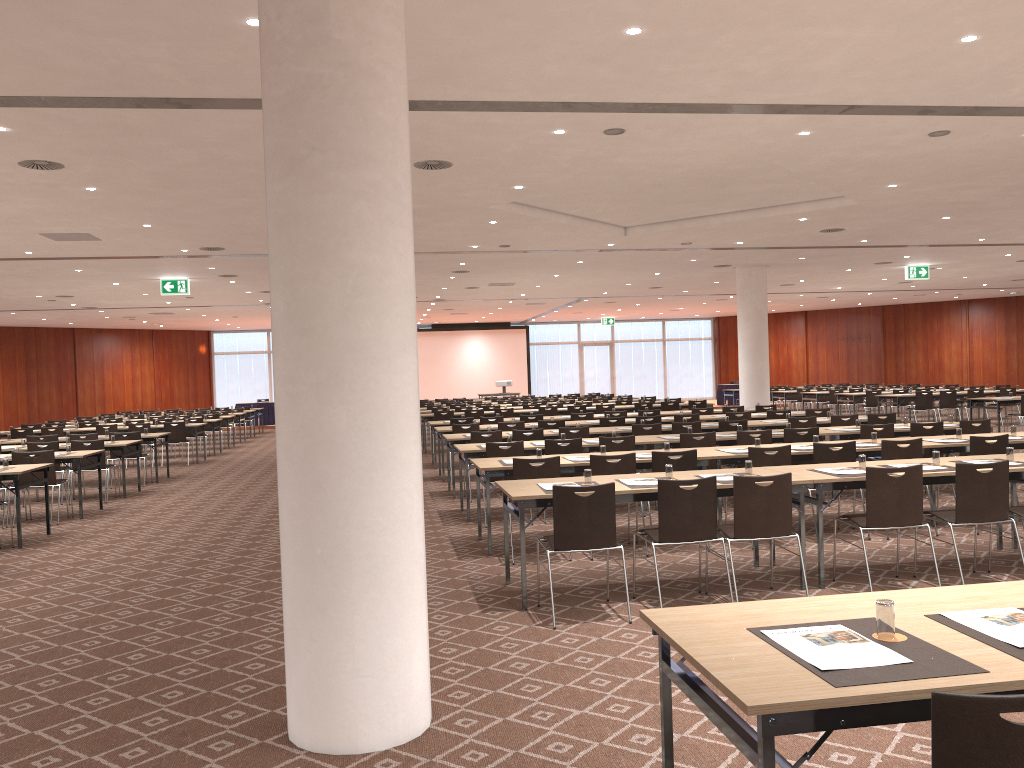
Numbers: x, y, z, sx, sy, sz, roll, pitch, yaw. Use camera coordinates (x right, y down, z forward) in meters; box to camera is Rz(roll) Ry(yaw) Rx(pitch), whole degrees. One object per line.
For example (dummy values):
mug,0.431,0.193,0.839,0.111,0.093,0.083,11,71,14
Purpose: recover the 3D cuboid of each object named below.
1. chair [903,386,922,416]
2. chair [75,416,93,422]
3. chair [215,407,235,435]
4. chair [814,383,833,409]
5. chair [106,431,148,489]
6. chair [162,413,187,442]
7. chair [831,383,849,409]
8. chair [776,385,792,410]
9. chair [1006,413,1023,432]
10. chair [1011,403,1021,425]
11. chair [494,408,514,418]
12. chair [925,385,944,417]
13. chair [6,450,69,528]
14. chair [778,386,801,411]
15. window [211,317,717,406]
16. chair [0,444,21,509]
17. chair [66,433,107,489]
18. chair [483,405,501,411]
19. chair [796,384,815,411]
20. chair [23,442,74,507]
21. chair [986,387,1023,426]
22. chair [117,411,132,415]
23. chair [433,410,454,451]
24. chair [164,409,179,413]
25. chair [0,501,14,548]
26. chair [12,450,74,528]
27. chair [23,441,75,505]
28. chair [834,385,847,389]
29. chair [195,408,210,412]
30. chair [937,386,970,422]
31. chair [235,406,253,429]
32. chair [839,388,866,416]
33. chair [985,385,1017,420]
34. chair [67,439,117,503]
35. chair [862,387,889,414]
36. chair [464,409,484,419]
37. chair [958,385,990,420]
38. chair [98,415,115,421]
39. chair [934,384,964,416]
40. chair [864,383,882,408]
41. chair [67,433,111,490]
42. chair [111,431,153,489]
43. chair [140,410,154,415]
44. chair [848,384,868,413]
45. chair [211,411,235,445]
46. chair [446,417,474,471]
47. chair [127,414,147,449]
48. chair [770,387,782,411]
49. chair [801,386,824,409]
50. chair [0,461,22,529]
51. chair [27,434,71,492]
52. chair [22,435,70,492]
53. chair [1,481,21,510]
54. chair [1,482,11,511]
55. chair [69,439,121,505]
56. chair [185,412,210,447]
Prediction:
chair,11.395,0.522,25.551,0.535,0.940,0.613,-2,1,-7
chair,-11.607,1.347,24.187,0.535,0.940,0.613,-2,1,-11
chair,-9.267,1.211,28.522,0.535,0.940,0.613,-2,1,-6
chair,11.153,0.456,31.581,0.535,0.940,0.613,-2,1,-11
chair,-6.612,1.282,15.196,0.535,0.940,0.613,-2,1,-11
chair,-9.346,1.263,24.526,0.535,0.940,0.613,-2,1,-8
chair,11.765,0.434,31.590,0.535,0.940,0.613,-2,1,-9
chair,9.527,0.516,31.397,0.535,0.940,0.613,-2,1,-7
chair,10.322,0.656,17.733,0.535,0.940,0.613,-2,1,-9
chair,12.597,0.528,21.605,0.535,0.940,0.613,-2,1,-10
chair,-0.185,1.000,19.737,0.535,0.940,0.613,-2,1,-8
chair,12.024,0.500,25.563,0.535,0.940,0.613,-2,1,-6
chair,-6.084,1.311,11.350,0.535,0.940,0.613,-2,1,-7
chair,9.174,0.553,29.322,0.535,0.940,0.613,-2,1,-7
window,-1.728,-0.795,40.309,22.960,3.873,0.217,-2,1,-9
chair,-7.642,1.345,13.020,0.535,0.940,0.613,-2,1,-8
chair,-7.290,1.306,15.170,0.535,0.940,0.613,-2,1,-11
chair,-0.503,0.986,21.789,0.535,0.940,0.613,-2,1,-7
chair,10.454,0.483,31.394,0.535,0.940,0.613,-2,1,-11
chair,-6.931,1.318,13.245,0.535,0.940,0.613,-2,1,-11
chair,12.010,0.548,21.659,0.535,0.940,0.613,-2,1,-9
chair,-12.184,1.320,28.003,0.535,0.940,0.613,-2,1,-11
chair,-1.494,1.048,19.576,0.535,0.940,0.613,-2,1,-7
chair,-10.840,1.269,28.346,0.535,0.940,0.613,-2,1,-10
chair,-5.639,1.321,9.276,0.535,0.940,0.613,-2,1,-8
chair,-6.016,1.309,11.360,0.535,0.940,0.613,-2,1,-9
chair,-6.926,1.317,13.245,0.535,0.940,0.613,-2,1,-9
chair,10.857,0.492,29.514,0.535,0.940,0.613,-2,1,-10
chair,-9.856,1.234,28.352,0.535,0.940,0.613,-2,1,-10
chair,11.688,0.537,23.491,0.535,0.940,0.613,-2,1,-10
chair,-8.613,1.188,28.538,0.535,0.940,0.613,-2,1,-8
chair,9.736,0.583,25.302,0.535,0.940,0.613,-2,1,-11
chair,13.012,0.488,23.689,0.535,0.940,0.613,-2,1,-9
chair,-6.310,1.295,13.294,0.535,0.940,0.613,-2,1,-9
chair,10.382,0.560,25.317,0.535,0.940,0.613,-2,1,-11
chair,-0.842,1.024,19.717,0.535,0.940,0.613,-2,1,-8
chair,12.353,0.511,23.732,0.535,0.940,0.613,-2,1,-7
chair,-10.956,1.325,24.143,0.535,0.940,0.613,-2,1,-6
chair,12.705,0.473,25.807,0.535,0.940,0.613,-2,1,-10
chair,12.014,0.448,29.747,0.535,0.940,0.613,-2,1,-6
chair,-7.241,1.305,15.177,0.535,0.940,0.613,-2,1,-8
chair,-6.534,1.279,15.208,0.535,0.940,0.613,-2,1,-9
chair,-11.540,1.295,28.182,0.535,0.940,0.613,-2,1,-10
chair,11.435,0.472,29.519,0.535,0.940,0.613,-2,1,-9
chair,-8.030,1.216,24.581,0.535,0.940,0.613,-2,1,-6
chair,-0.909,1.070,16.125,0.535,0.940,0.613,-2,1,-9
chair,-10.263,1.298,24.329,0.535,0.940,0.613,-2,1,-11
chair,8.509,0.579,29.163,0.535,0.940,0.613,-2,1,-6
chair,9.912,0.528,29.291,0.535,0.940,0.613,-2,1,-10
chair,-6.591,1.331,11.156,0.535,0.940,0.613,-2,1,-10
chair,-7.892,1.328,15.123,0.535,0.940,0.613,-2,1,-9
chair,-7.958,1.331,15.113,0.535,0.940,0.613,-2,1,-6
chair,-7.651,1.346,13.019,0.535,0.940,0.613,-2,1,-6
chair,-6.599,1.332,11.155,0.535,0.940,0.613,-2,1,-11
chair,-6.266,1.293,13.301,0.535,0.940,0.613,-2,1,-6
chair,-8.722,1.241,24.560,0.535,0.940,0.613,-2,1,-6
